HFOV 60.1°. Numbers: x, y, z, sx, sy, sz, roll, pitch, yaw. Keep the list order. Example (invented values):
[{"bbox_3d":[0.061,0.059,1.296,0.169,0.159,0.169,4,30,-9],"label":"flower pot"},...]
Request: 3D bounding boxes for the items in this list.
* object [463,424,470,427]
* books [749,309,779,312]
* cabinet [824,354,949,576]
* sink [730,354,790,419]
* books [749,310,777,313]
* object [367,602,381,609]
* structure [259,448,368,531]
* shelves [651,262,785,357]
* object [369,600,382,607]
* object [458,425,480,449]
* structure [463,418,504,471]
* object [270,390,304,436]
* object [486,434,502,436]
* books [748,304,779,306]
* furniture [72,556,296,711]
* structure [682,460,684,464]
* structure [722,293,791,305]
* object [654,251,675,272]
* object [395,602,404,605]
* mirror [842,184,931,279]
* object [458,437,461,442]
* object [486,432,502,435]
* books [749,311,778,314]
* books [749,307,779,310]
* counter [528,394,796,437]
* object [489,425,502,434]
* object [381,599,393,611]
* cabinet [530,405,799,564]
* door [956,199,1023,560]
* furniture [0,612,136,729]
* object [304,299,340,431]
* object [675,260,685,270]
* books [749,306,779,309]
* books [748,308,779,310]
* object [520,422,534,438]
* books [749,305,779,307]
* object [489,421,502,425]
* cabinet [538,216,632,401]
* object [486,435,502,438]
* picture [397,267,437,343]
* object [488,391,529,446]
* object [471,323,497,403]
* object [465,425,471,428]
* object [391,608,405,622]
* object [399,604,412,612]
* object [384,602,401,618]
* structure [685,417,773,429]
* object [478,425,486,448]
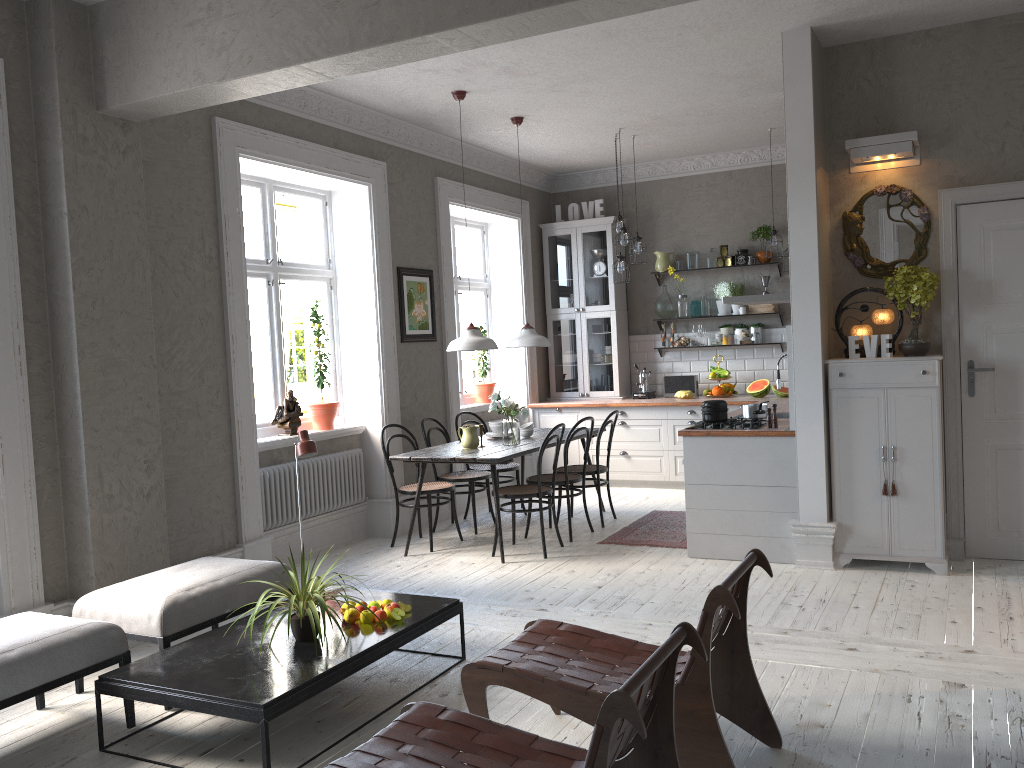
[{"bbox_3d":[-0.342,0.383,6.794,0.095,0.172,0.096,-2,3,8],"label":"object"},{"bbox_3d":[2.518,-0.735,8.857,0.255,0.016,0.161,-1,3,39],"label":"books"},{"bbox_3d":[2.326,0.482,5.485,0.655,1.297,0.390,-2,3,26],"label":"cabinet"},{"bbox_3d":[1.943,0.129,6.644,0.519,0.720,0.494,-2,3,27],"label":"sink"},{"bbox_3d":[2.519,-0.724,8.858,0.256,0.011,0.161,-1,3,32],"label":"books"},{"bbox_3d":[-0.625,1.015,4.004,0.062,0.058,0.060,-4,3,-18],"label":"object"},{"bbox_3d":[-1.466,0.752,6.447,0.146,0.428,1.243,-2,3,26],"label":"structure"},{"bbox_3d":[2.100,-0.723,9.055,1.294,0.923,0.232,-2,3,26],"label":"shelves"},{"bbox_3d":[-0.626,1.021,4.074,0.063,0.039,0.067,-1,3,33],"label":"object"},{"bbox_3d":[-0.317,0.393,6.567,0.151,0.170,0.134,-3,3,-12],"label":"object"},{"bbox_3d":[-0.277,0.592,8.729,0.146,0.428,1.243,-2,3,26],"label":"structure"},{"bbox_3d":[-1.624,0.208,6.378,0.118,0.329,0.241,-1,3,29],"label":"object"},{"bbox_3d":[-0.094,0.416,7.205,0.238,0.027,0.236,-3,3,-5],"label":"object"},{"bbox_3d":[2.516,-0.789,8.855,0.255,0.016,0.161,-1,3,39],"label":"books"},{"bbox_3d":[-1.533,1.129,4.238,0.573,0.476,0.842,-1,3,27],"label":"furniture"},{"bbox_3d":[1.558,0.628,6.130,0.608,0.623,0.633,-2,3,27],"label":"structure"},{"bbox_3d":[2.058,-1.440,6.928,0.701,1.596,0.724,-2,3,27],"label":"structure"},{"bbox_3d":[1.580,-1.269,9.209,0.187,0.216,0.177,-1,3,41],"label":"object"},{"bbox_3d":[-0.524,1.017,4.085,0.047,0.036,0.062,-1,3,38],"label":"object"},{"bbox_3d":[2.369,-0.968,5.617,0.523,0.593,0.072,-2,3,26],"label":"mirror"},{"bbox_3d":[-0.357,0.401,7.075,0.138,0.112,0.140,-2,3,9],"label":"object"},{"bbox_3d":[-0.094,0.408,7.205,0.242,0.027,0.232,-5,3,-40],"label":"object"},{"bbox_3d":[2.520,-0.712,8.858,0.256,0.011,0.160,-1,3,29],"label":"books"},{"bbox_3d":[2.517,-0.756,8.856,0.256,0.011,0.161,-1,3,32],"label":"books"},{"bbox_3d":[1.187,0.242,7.760,3.108,0.039,3.448,-1,3,27],"label":"counter"},{"bbox_3d":[-0.097,0.372,7.203,0.177,0.094,0.182,-2,3,18],"label":"object"},{"bbox_3d":[-0.565,1.009,4.026,0.059,0.062,0.064,-2,3,8],"label":"object"},{"bbox_3d":[1.676,0.631,7.716,2.012,0.854,4.144,-4,3,-16],"label":"cabinet"},{"bbox_3d":[3.114,-0.015,5.326,0.739,2.183,0.081,-2,3,26],"label":"door"},{"bbox_3d":[-1.995,1.191,3.352,0.573,0.476,0.842,-1,3,27],"label":"furniture"},{"bbox_3d":[-1.458,-0.146,6.716,0.274,0.991,0.265,-4,3,-24],"label":"object"},{"bbox_3d":[1.751,-1.224,9.194,0.101,0.111,0.105,-2,3,27],"label":"object"},{"bbox_3d":[2.517,-0.767,8.856,0.256,0.011,0.160,-1,3,29],"label":"books"},{"bbox_3d":[2.518,-0.745,8.857,0.256,0.016,0.161,-1,3,36],"label":"books"},{"bbox_3d":[0.116,0.371,7.148,0.122,0.119,0.130,0,4,43],"label":"object"},{"bbox_3d":[2.516,-0.778,8.855,0.256,0.011,0.161,-1,3,32],"label":"books"},{"bbox_3d":[-0.098,0.352,7.202,0.177,0.094,0.182,-2,3,18],"label":"object"},{"bbox_3d":[0.806,-0.773,9.528,0.864,1.921,0.394,-2,3,26],"label":"cabinet"},{"bbox_3d":[-0.093,0.425,7.205,0.232,0.027,0.242,0,4,45],"label":"object"},{"bbox_3d":[-0.792,-0.660,7.444,0.019,0.620,0.530,-1,3,28],"label":"picture"},{"bbox_3d":[-0.017,0.252,6.641,0.307,0.414,0.255,-2,3,25],"label":"object"},{"bbox_3d":[-0.297,-0.215,8.962,0.265,0.813,0.254,-5,3,-36],"label":"object"},{"bbox_3d":[-0.322,0.386,6.703,0.063,0.172,0.060,-5,4,-42],"label":"object"},{"bbox_3d":[-0.505,1.016,3.898,0.057,0.053,0.061,-1,3,33],"label":"object"},{"bbox_3d":[-0.491,1.018,4.022,0.068,0.037,0.046,-5,3,-37],"label":"object"},{"bbox_3d":[-0.535,1.010,3.956,0.076,0.064,0.073,-4,3,-32],"label":"object"},{"bbox_3d":[1.519,0.265,6.128,0.488,0.031,0.616,-1,3,27],"label":"structure"},{"bbox_3d":[-0.230,0.388,6.618,0.058,0.167,0.060,-1,3,40],"label":"object"}]
